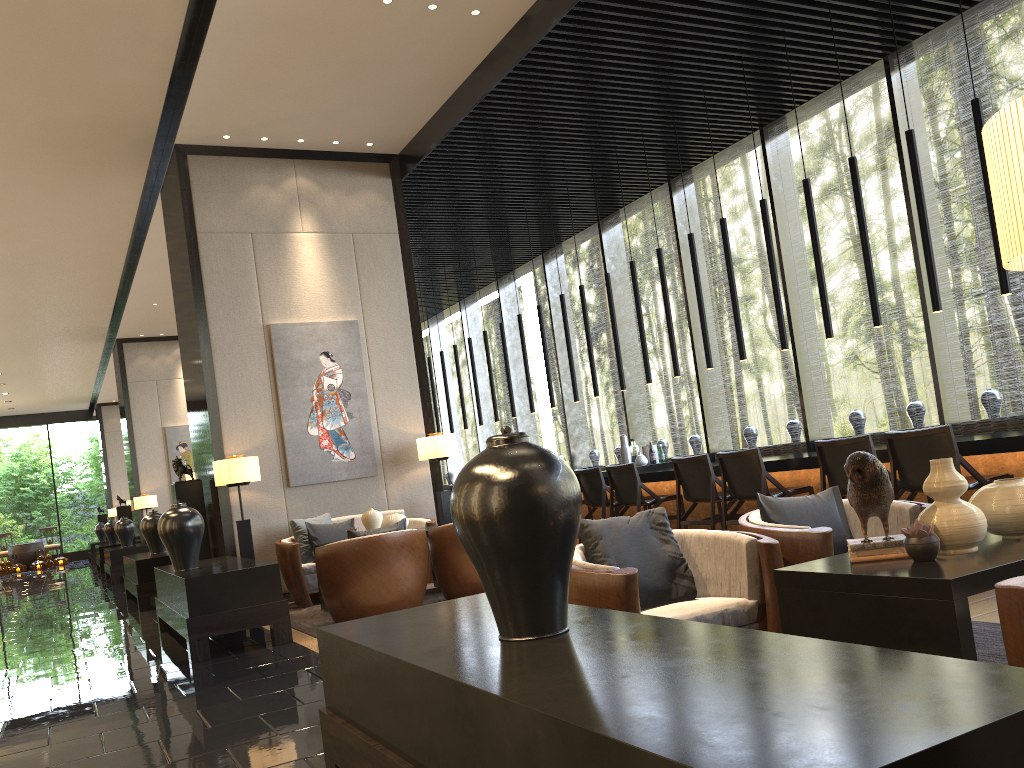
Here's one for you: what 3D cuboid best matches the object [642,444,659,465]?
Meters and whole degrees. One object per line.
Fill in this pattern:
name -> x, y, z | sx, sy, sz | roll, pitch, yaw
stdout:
object -> 1.513, 0.766, 9.678 | 0.168, 0.219, 0.170 | -6, -4, -32

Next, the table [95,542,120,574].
table -> -7.974, 3.462, 17.748 | 0.618, 0.511, 1.972 | -6, -6, -28

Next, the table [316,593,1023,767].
table -> 0.142, 0.817, 1.917 | 0.618, 0.511, 1.972 | -6, -6, -28

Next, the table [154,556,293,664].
table -> -2.149, 1.564, 6.385 | 0.618, 0.511, 1.972 | -6, -6, -28

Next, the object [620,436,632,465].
object -> 1.223, 0.730, 9.542 | 0.112, 0.343, 0.113 | -6, -3, -32

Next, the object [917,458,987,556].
object -> 1.193, 0.333, 2.421 | 0.174, 0.256, 0.175 | -7, -3, -8

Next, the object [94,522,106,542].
object -> -10.367, 3.728, 22.351 | 0.311, 0.491, 0.313 | -7, -3, -9

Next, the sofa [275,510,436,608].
sofa -> -1.369, 1.520, 7.895 | 1.445, 0.692, 0.606 | -5, -4, -28

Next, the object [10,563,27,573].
object -> -12.807, 4.776, 22.961 | 0.369, 0.228, 0.371 | -7, -5, -5

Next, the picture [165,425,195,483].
picture -> -5.809, 1.485, 16.186 | 0.832, 1.498, 0.037 | -6, -3, -28

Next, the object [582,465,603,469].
object -> 0.851, 0.902, 9.311 | 0.227, 0.067, 0.229 | -5, -6, -25

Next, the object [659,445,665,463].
object -> 1.614, 0.753, 9.560 | 0.056, 0.196, 0.056 | -7, -3, -26

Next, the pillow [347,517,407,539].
pillow -> -0.908, 1.113, 6.091 | 0.440, 0.337, 0.206 | -6, -3, -21

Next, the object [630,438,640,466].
object -> 1.337, 0.745, 9.648 | 0.129, 0.305, 0.130 | -5, -4, -42

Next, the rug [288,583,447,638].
rug -> -0.909, 1.732, 7.166 | 1.953, 0.008, 2.255 | -5, -6, -28

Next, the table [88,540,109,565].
table -> -10.297, 4.219, 22.281 | 0.618, 0.511, 1.972 | -6, -6, -28

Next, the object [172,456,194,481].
object -> -3.058, 0.785, 8.217 | 0.176, 0.245, 0.116 | -6, -3, -28

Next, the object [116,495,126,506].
object -> -7.132, 2.125, 16.159 | 0.161, 0.217, 0.102 | -5, -4, -40

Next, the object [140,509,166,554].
object -> -3.984, 1.648, 9.900 | 0.313, 0.491, 0.310 | -11, -4, 43

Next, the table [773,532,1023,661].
table -> 1.378, 0.711, 2.535 | 1.039, 0.516, 0.579 | -5, -5, -28

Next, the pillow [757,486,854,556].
pillow -> 1.207, 0.588, 3.661 | 0.440, 0.337, 0.206 | -6, -3, -21

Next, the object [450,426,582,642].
object -> 0.018, 0.343, 2.092 | 0.310, 0.491, 0.313 | -5, -4, -39

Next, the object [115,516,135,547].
object -> -6.265, 2.391, 14.349 | 0.311, 0.491, 0.313 | -7, -3, -9

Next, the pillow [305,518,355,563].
pillow -> -1.573, 1.352, 7.744 | 0.470, 0.360, 0.220 | -5, -4, -31

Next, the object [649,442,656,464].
object -> 1.510, 0.746, 9.552 | 0.066, 0.237, 0.067 | -6, -3, -34

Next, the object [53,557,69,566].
object -> -12.194, 4.784, 23.916 | 0.371, 0.228, 0.369 | -11, -6, 35

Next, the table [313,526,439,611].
table -> -0.990, 1.482, 7.154 | 1.039, 0.516, 0.579 | -5, -5, -28

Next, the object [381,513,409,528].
object -> -0.969, 1.147, 7.259 | 0.245, 0.167, 0.247 | -6, -5, -25

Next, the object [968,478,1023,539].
object -> 1.446, 0.358, 2.549 | 0.246, 0.167, 0.245 | -9, -5, 20

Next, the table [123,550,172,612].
table -> -3.905, 2.136, 9.811 | 0.618, 0.511, 1.972 | -6, -6, -28

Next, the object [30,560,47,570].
object -> -12.403, 4.742, 23.178 | 0.369, 0.228, 0.372 | -6, -5, -25

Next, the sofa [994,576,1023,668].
sofa -> 1.713, 0.512, 1.844 | 1.445, 0.692, 0.606 | -5, -4, -28

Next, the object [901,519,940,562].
object -> 1.092, 0.415, 2.364 | 0.091, 0.111, 0.091 | -9, -4, 24

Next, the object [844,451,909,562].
object -> 1.018, 0.338, 2.490 | 0.174, 0.308, 0.229 | -9, -3, 18

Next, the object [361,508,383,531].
object -> -1.121, 1.117, 7.119 | 0.171, 0.235, 0.171 | -8, -3, 7

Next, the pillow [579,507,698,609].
pillow -> 0.451, 0.649, 3.263 | 0.398, 0.361, 0.223 | -6, -4, -27

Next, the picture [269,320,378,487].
picture -> -1.748, 0.162, 8.265 | 0.832, 1.498, 0.037 | -6, -3, -28

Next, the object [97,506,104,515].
object -> -11.204, 3.439, 24.107 | 0.176, 0.245, 0.116 | -6, -3, -23

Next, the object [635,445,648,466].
object -> 1.375, 0.766, 9.476 | 0.135, 0.217, 0.136 | -5, -4, -41

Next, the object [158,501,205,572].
object -> -2.334, 1.070, 6.266 | 0.311, 0.491, 0.313 | -7, -3, -9

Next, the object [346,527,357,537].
object -> -1.286, 1.202, 7.127 | 0.091, 0.111, 0.091 | -9, -4, 24

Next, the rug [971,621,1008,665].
rug -> 1.427, 0.971, 2.609 | 2.035, 0.008, 2.255 | -5, -6, -28

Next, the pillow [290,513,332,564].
pillow -> -1.735, 1.362, 7.836 | 0.202, 0.398, 0.432 | -10, -5, 40

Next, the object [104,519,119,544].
object -> -8.014, 2.961, 17.762 | 0.311, 0.491, 0.313 | -7, -3, -9

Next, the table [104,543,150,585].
table -> -6.218, 2.890, 14.322 | 0.618, 0.511, 1.972 | -6, -6, -28

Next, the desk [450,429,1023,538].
desk -> -1.180, 2.023, 13.717 | 1.775, 0.757, 28.902 | -5, -6, -28
